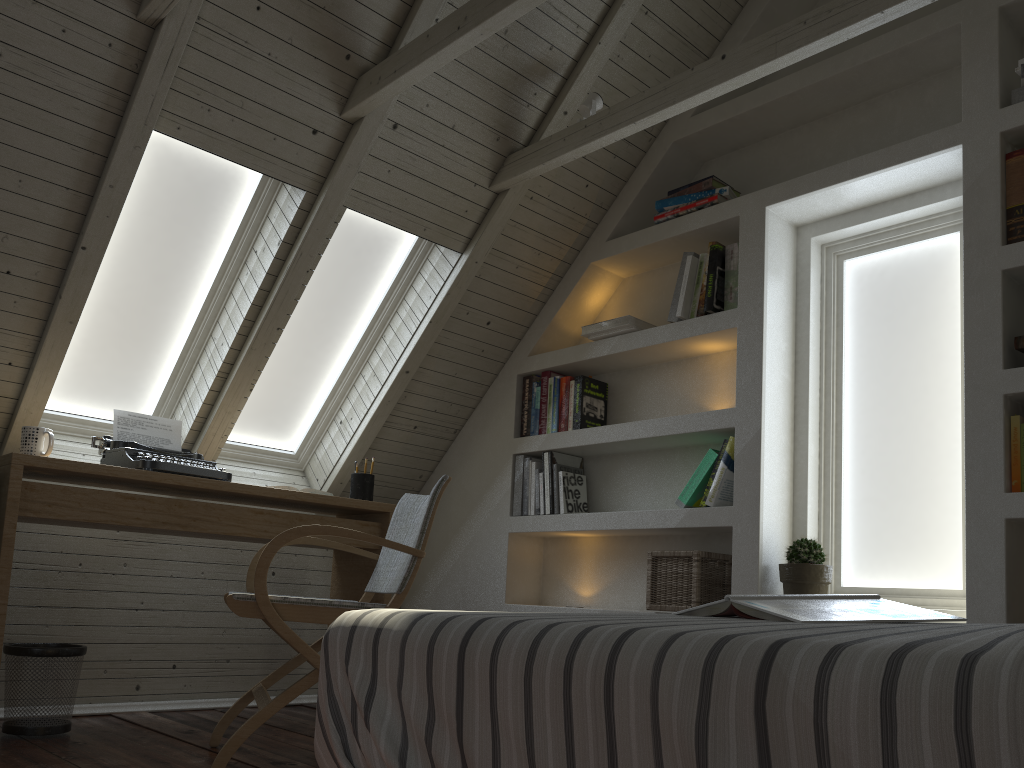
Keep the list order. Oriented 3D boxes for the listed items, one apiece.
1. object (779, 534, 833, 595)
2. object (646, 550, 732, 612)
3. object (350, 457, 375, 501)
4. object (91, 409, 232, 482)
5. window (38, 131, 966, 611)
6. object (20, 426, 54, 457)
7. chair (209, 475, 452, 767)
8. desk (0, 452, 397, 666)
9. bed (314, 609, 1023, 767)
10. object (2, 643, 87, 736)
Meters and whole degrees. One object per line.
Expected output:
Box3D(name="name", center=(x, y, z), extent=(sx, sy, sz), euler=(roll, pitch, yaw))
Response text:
Box3D(name="object", center=(0.899, 0.588, 2.694), extent=(0.160, 0.266, 0.162), euler=(-4, -11, 39))
Box3D(name="object", center=(0.597, 0.668, 2.961), extent=(0.207, 0.197, 0.206), euler=(13, -14, -42))
Box3D(name="object", center=(-0.573, 0.369, 3.370), extent=(0.088, 0.183, 0.090), euler=(1, -8, 10))
Box3D(name="object", center=(-1.145, 0.201, 2.938), extent=(0.356, 0.234, 0.394), euler=(-7, -16, 41))
Box3D(name="window", center=(-0.194, -0.050, 2.793), extent=(3.098, 1.349, 1.429), euler=(-3, -12, 24))
Box3D(name="object", center=(-1.415, 0.184, 2.635), extent=(0.108, 0.098, 0.084), euler=(3, -10, -2))
Box3D(name="chair", center=(-0.513, 0.649, 2.445), extent=(0.562, 0.777, 0.559), euler=(6, -10, -18))
Box3D(name="desk", center=(-1.063, 0.745, 2.987), extent=(1.341, 0.791, 0.380), euler=(14, -13, -43))
Box3D(name="bed", center=(0.921, 0.377, 0.875), extent=(1.896, 0.692, 1.894), euler=(15, -17, -42))
Box3D(name="object", center=(-1.410, 0.911, 2.635), extent=(0.225, 0.248, 0.227), euler=(-6, -13, 40))
